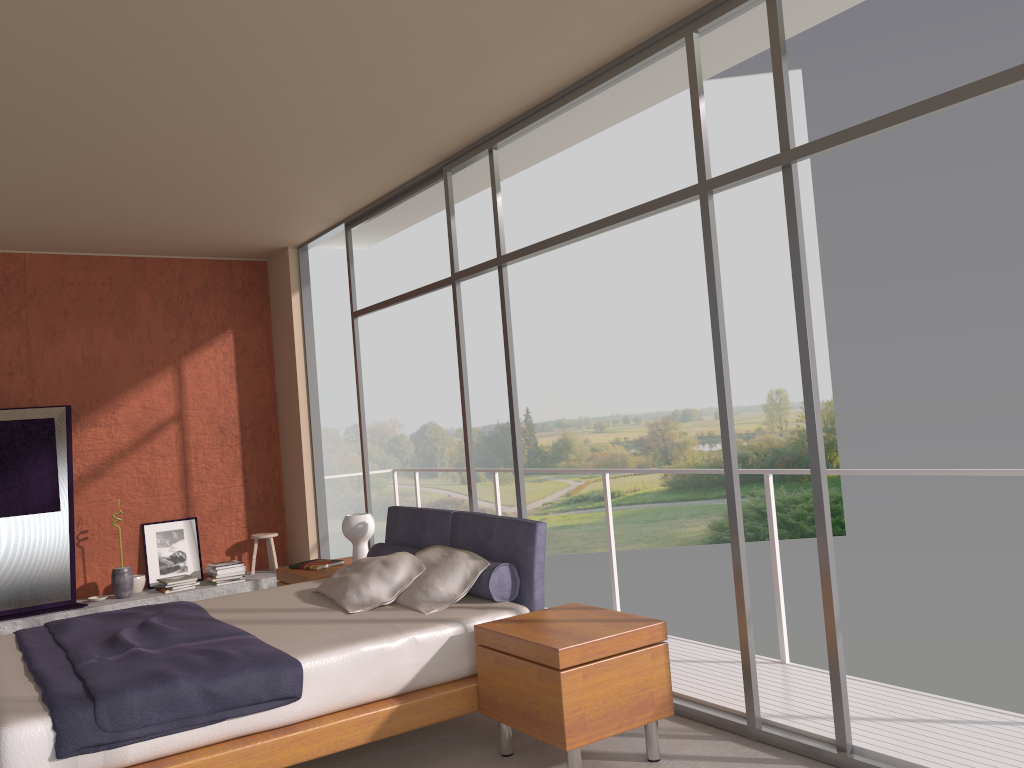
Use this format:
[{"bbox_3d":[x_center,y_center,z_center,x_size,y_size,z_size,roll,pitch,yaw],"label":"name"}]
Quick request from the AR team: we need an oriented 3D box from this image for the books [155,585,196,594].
[{"bbox_3d":[-2.808,1.702,7.401,0.247,0.025,0.287,-3,-3,-37],"label":"books"}]

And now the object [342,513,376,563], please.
[{"bbox_3d":[-1.016,1.040,5.920,0.224,0.338,0.224,-4,-3,-22],"label":"object"}]

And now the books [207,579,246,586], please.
[{"bbox_3d":[-2.449,1.686,7.607,0.247,0.018,0.328,-3,-3,-32],"label":"books"}]

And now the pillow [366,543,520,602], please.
[{"bbox_3d":[-0.425,1.031,4.947,0.205,0.201,1.470,-3,-3,-34],"label":"pillow"}]

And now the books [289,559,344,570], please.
[{"bbox_3d":[-1.332,1.230,6.046,0.287,0.025,0.247,-6,-3,37],"label":"books"}]

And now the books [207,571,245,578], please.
[{"bbox_3d":[-2.454,1.620,7.610,0.247,0.027,0.328,-3,-3,-32],"label":"books"}]

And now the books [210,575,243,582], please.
[{"bbox_3d":[-2.445,1.646,7.591,0.247,0.025,0.287,-4,-3,-23],"label":"books"}]

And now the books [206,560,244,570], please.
[{"bbox_3d":[-2.463,1.556,7.617,0.247,0.025,0.287,-3,-3,-34],"label":"books"}]

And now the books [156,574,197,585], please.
[{"bbox_3d":[-2.800,1.635,7.411,0.247,0.018,0.328,-3,-3,-37],"label":"books"}]

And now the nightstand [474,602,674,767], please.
[{"bbox_3d":[0.259,1.299,3.781,0.562,0.556,0.628,-3,-3,-34],"label":"nightstand"}]

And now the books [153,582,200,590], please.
[{"bbox_3d":[-2.803,1.679,7.416,0.328,0.018,0.247,-7,-3,41],"label":"books"}]

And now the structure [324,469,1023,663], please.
[{"bbox_3d":[0.748,1.013,4.962,0.728,1.005,7.689,-3,-3,-34],"label":"structure"}]

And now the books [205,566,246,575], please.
[{"bbox_3d":[-2.457,1.587,7.611,0.247,0.038,0.319,-3,-3,-36],"label":"books"}]

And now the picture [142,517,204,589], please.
[{"bbox_3d":[-2.937,1.458,7.683,0.458,0.550,0.117,-3,-3,-34],"label":"picture"}]

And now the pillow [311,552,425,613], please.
[{"bbox_3d":[-0.792,1.055,4.804,0.431,0.264,0.869,-3,-3,-26],"label":"pillow"}]

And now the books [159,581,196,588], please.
[{"bbox_3d":[-2.794,1.656,7.407,0.247,0.025,0.287,-3,-3,-31],"label":"books"}]

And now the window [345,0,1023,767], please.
[{"bbox_3d":[0.442,0.035,4.619,0.075,3.133,6.106,-3,-3,-34],"label":"window"}]

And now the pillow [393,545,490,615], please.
[{"bbox_3d":[-0.443,1.009,4.609,0.400,0.265,0.791,-3,-3,-31],"label":"pillow"}]

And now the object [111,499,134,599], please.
[{"bbox_3d":[-3.181,1.331,7.205,0.165,0.810,0.165,-4,-2,-10],"label":"object"}]

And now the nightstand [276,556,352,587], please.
[{"bbox_3d":[-1.195,1.508,5.976,0.562,0.556,0.628,-3,-3,-34],"label":"nightstand"}]

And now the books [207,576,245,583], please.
[{"bbox_3d":[-2.454,1.669,7.613,0.247,0.018,0.287,-3,-3,-34],"label":"books"}]

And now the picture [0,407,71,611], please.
[{"bbox_3d":[-3.921,0.948,6.643,1.129,1.496,0.126,-3,-3,-34],"label":"picture"}]

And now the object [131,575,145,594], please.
[{"bbox_3d":[-3.152,1.674,7.397,0.179,0.137,0.180,-4,-3,-21],"label":"object"}]

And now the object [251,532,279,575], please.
[{"bbox_3d":[-2.196,1.519,7.958,0.260,0.349,0.257,-6,-3,26],"label":"object"}]

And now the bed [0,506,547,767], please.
[{"bbox_3d":[-1.276,1.255,4.378,2.462,0.959,2.017,-3,-3,-34],"label":"bed"}]

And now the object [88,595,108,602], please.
[{"bbox_3d":[-3.330,1.735,7.136,0.152,0.040,0.152,-5,-2,1],"label":"object"}]
